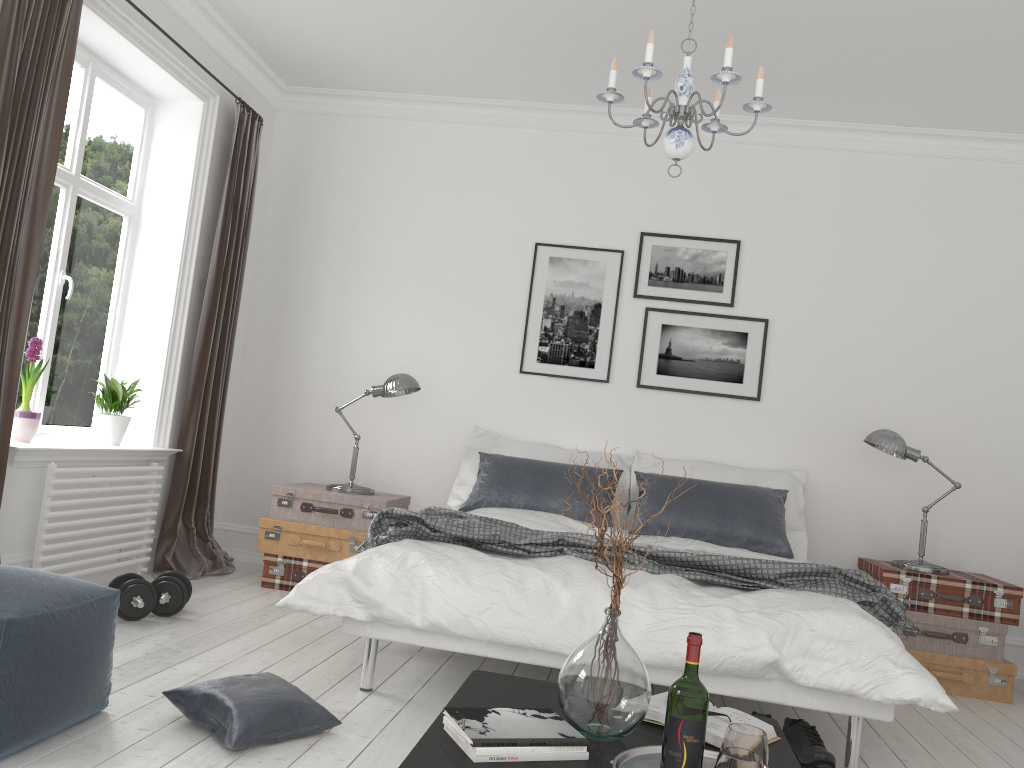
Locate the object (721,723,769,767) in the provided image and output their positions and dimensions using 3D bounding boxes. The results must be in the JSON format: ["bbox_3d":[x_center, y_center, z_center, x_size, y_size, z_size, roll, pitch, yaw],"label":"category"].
[{"bbox_3d":[0.480,0.767,1.831,0.095,0.106,0.095,6,-4,20],"label":"object"}]

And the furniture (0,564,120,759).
[{"bbox_3d":[-1.479,0.722,2.459,0.646,0.423,0.646,6,-4,10],"label":"furniture"}]

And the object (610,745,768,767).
[{"bbox_3d":[0.333,0.823,1.867,0.395,0.063,0.622,9,-4,-32],"label":"object"}]

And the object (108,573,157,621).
[{"bbox_3d":[-1.637,0.914,3.813,0.179,0.179,0.326,10,-4,-36],"label":"object"}]

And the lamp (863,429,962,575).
[{"bbox_3d":[2.051,0.598,4.584,0.488,0.699,0.269,7,-4,9],"label":"lamp"}]

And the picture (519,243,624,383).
[{"bbox_3d":[0.363,-0.436,5.389,0.545,0.810,0.015,7,-4,9],"label":"picture"}]

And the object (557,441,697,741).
[{"bbox_3d":[0.202,0.462,2.016,0.291,0.666,0.313,9,-4,-29],"label":"object"}]

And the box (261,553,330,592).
[{"bbox_3d":[-1.003,1.062,4.992,0.647,0.185,0.537,7,-4,9],"label":"box"}]

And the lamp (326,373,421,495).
[{"bbox_3d":[-0.786,0.274,5.020,0.488,0.699,0.269,7,-4,9],"label":"lamp"}]

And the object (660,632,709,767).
[{"bbox_3d":[0.346,0.646,1.754,0.081,0.303,0.081,5,-4,25],"label":"object"}]

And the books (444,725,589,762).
[{"bbox_3d":[0.006,0.759,1.886,0.259,0.014,0.191,9,-4,-22],"label":"books"}]

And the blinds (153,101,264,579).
[{"bbox_3d":[-1.606,-0.272,5.119,0.327,2.680,0.779,7,-4,3],"label":"blinds"}]

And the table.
[{"bbox_3d":[0.218,0.956,1.979,0.833,0.313,0.824,7,-4,9],"label":"table"}]

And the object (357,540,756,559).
[{"bbox_3d":[0.406,0.900,3.750,2.236,0.500,0.521,6,-4,12],"label":"object"}]

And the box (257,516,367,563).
[{"bbox_3d":[-1.031,0.874,5.006,0.647,0.185,0.537,7,-4,9],"label":"box"}]

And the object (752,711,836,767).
[{"bbox_3d":[0.913,1.200,2.994,0.322,0.127,0.300,7,-4,9],"label":"object"}]

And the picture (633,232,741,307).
[{"bbox_3d":[1.046,-0.687,5.312,0.592,0.403,0.015,7,-4,9],"label":"picture"}]

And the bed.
[{"bbox_3d":[0.469,0.809,4.025,2.217,0.926,2.473,6,-4,9],"label":"bed"}]

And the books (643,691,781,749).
[{"bbox_3d":[0.453,0.820,2.178,0.342,0.040,0.231,4,-5,40],"label":"books"}]

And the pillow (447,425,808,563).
[{"bbox_3d":[0.656,0.597,4.969,1.965,0.529,0.465,7,-4,8],"label":"pillow"}]

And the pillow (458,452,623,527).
[{"bbox_3d":[0.169,0.581,4.829,0.837,0.329,0.405,6,-4,9],"label":"pillow"}]

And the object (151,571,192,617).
[{"bbox_3d":[-1.533,0.936,3.962,0.179,0.179,0.326,8,-4,-11],"label":"object"}]

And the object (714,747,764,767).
[{"bbox_3d":[0.426,0.750,1.669,0.095,0.106,0.095,6,-4,20],"label":"object"}]

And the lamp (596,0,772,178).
[{"bbox_3d":[0.621,-1.257,3.051,0.594,1.123,0.528,7,-4,9],"label":"lamp"}]

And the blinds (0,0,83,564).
[{"bbox_3d":[-1.883,-0.415,3.409,0.294,2.681,0.582,6,-4,16],"label":"blinds"}]

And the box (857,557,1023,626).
[{"bbox_3d":[2.164,1.055,4.541,0.647,0.185,0.537,7,-4,9],"label":"box"}]

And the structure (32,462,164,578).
[{"bbox_3d":[-1.991,0.703,4.234,0.114,0.670,0.887,7,-4,9],"label":"structure"}]

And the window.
[{"bbox_3d":[-2.191,-0.677,4.373,0.120,1.956,1.112,7,-4,9],"label":"window"}]

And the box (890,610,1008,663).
[{"bbox_3d":[2.085,1.230,4.534,0.647,0.185,0.537,7,-4,9],"label":"box"}]

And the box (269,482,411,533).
[{"bbox_3d":[-0.962,0.697,5.011,0.647,0.185,0.537,7,-4,9],"label":"box"}]

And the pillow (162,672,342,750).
[{"bbox_3d":[-0.782,0.966,2.680,0.381,0.121,0.391,4,-5,39],"label":"pillow"}]

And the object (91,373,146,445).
[{"bbox_3d":[-2.057,0.128,4.588,0.284,0.369,0.215,8,-4,-13],"label":"object"}]

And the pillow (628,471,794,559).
[{"bbox_3d":[1.045,0.680,4.685,0.842,0.339,0.405,6,-4,9],"label":"pillow"}]

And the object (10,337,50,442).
[{"bbox_3d":[-2.175,0.023,3.992,0.129,0.476,0.129,9,-4,-31],"label":"object"}]

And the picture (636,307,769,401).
[{"bbox_3d":[1.127,-0.179,5.259,0.720,0.486,0.015,7,-4,9],"label":"picture"}]

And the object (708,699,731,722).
[{"bbox_3d":[0.454,0.790,2.177,0.135,0.030,0.141,7,-4,-7],"label":"object"}]

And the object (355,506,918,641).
[{"bbox_3d":[0.386,0.769,3.387,2.154,0.377,0.536,6,-4,11],"label":"object"}]

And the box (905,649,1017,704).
[{"bbox_3d":[2.118,1.419,4.514,0.647,0.185,0.537,7,-4,9],"label":"box"}]

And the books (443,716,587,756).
[{"bbox_3d":[0.004,0.744,1.886,0.254,0.014,0.191,9,-4,-24],"label":"books"}]

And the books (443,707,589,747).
[{"bbox_3d":[0.005,0.731,1.894,0.257,0.012,0.207,8,-4,-21],"label":"books"}]
